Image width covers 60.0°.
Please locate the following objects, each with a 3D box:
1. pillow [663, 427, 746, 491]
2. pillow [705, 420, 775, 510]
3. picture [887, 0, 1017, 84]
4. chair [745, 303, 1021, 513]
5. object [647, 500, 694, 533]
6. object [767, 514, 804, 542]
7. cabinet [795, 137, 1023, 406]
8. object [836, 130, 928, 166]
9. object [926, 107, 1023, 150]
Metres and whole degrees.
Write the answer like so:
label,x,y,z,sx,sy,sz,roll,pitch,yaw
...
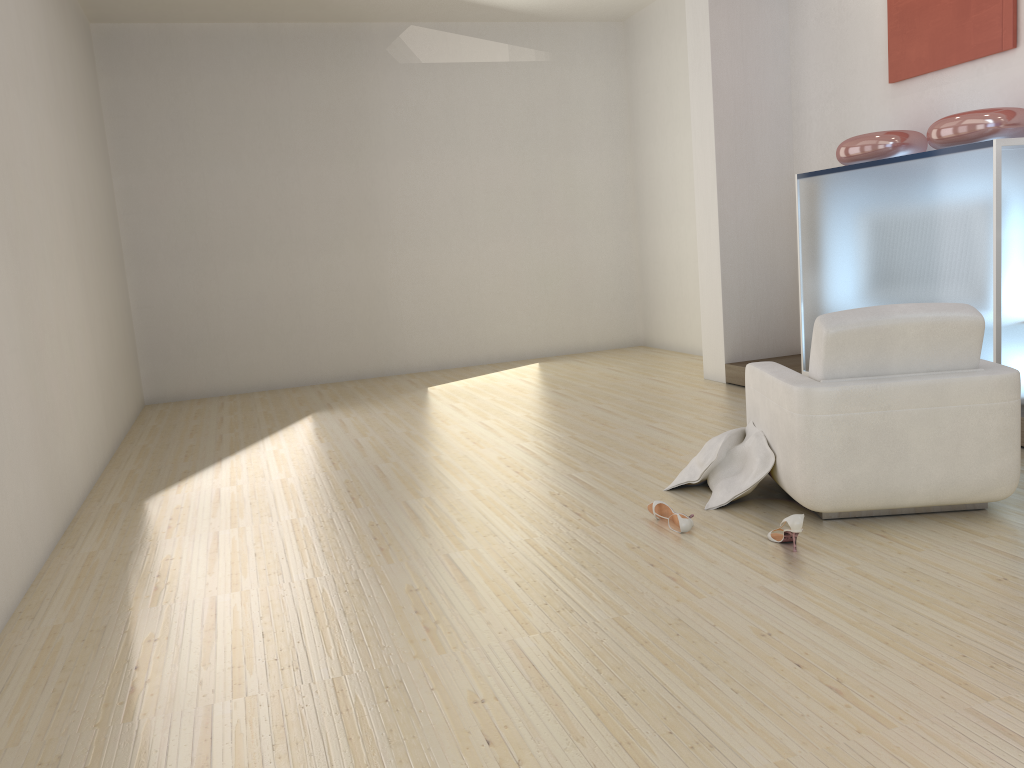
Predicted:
label,x,y,z,sx,sy,sz,roll,pitch,yaw
pillow,1.036,0.347,4.464,0.299,0.287,0.712,1,10,35
pillow,1.043,0.356,4.172,0.312,0.315,0.615,-3,9,10
picture,3.015,-2.235,4.414,0.030,0.794,3.227,-7,9,-17
chair,1.592,0.043,3.928,0.919,0.828,0.941,-4,8,3
object,0.695,0.555,3.771,0.121,0.091,0.287,-7,9,-18
object,1.051,0.544,3.404,0.089,0.149,0.265,-5,9,-4
cabinet,2.565,-0.685,5.455,0.689,1.396,1.670,-7,9,-17
object,2.381,-1.521,5.722,0.534,0.206,0.546,-9,10,-29
object,2.621,-1.427,4.961,0.546,0.206,0.534,-2,9,19
